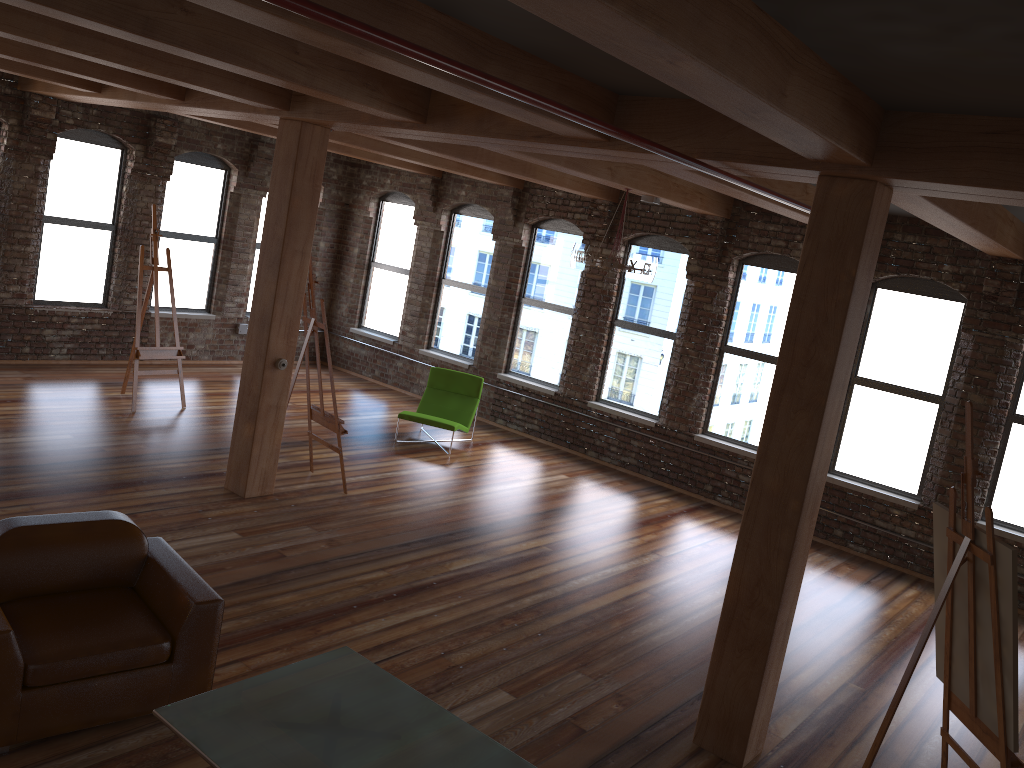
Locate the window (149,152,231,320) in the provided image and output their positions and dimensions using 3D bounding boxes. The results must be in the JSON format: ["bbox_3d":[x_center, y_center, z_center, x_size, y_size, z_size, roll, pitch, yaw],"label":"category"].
[{"bbox_3d":[-4.286,-1.987,11.843,0.220,2.206,0.968,16,9,36],"label":"window"}]

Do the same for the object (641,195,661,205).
[{"bbox_3d":[1.349,-1.796,8.610,0.148,0.072,0.145,17,11,36],"label":"object"}]

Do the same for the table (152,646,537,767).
[{"bbox_3d":[-0.365,1.687,3.101,1.882,0.557,0.939,17,11,37],"label":"table"}]

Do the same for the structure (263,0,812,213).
[{"bbox_3d":[0.254,-1.143,3.650,0.052,0.111,6.807,16,11,36],"label":"structure"}]

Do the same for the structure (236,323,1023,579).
[{"bbox_3d":[2.219,0.887,9.857,13.776,0.311,1.635,16,11,30],"label":"structure"}]

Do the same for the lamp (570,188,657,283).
[{"bbox_3d":[0.999,-1.410,8.228,0.808,0.810,0.815,8,8,-17],"label":"lamp"}]

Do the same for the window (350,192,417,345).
[{"bbox_3d":[-1.847,-1.766,13.232,0.974,2.203,0.232,16,9,37],"label":"window"}]

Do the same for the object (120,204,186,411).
[{"bbox_3d":[-3.856,-0.843,9.539,0.688,2.129,0.662,15,8,32],"label":"object"}]

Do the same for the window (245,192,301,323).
[{"bbox_3d":[-3.378,-2.014,13.020,0.220,2.206,0.968,16,9,36],"label":"window"}]

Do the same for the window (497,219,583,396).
[{"bbox_3d":[0.435,-1.045,11.457,0.974,2.203,0.233,16,9,37],"label":"window"}]

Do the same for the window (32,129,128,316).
[{"bbox_3d":[-5.185,-1.956,10.678,0.222,2.215,0.968,16,9,36],"label":"window"}]

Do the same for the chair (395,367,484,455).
[{"bbox_3d":[-0.830,0.286,10.281,0.681,0.792,0.960,12,8,12],"label":"chair"}]

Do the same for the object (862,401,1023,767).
[{"bbox_3d":[2.160,1.155,4.273,0.684,2.129,0.706,10,7,-3],"label":"object"}]

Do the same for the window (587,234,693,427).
[{"bbox_3d":[1.562,-0.688,10.578,0.974,2.203,0.230,16,9,37],"label":"window"}]

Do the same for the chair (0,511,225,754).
[{"bbox_3d":[-2.054,1.103,4.184,1.062,0.731,0.836,3,11,-43],"label":"chair"}]

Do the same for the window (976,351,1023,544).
[{"bbox_3d":[4.957,0.384,7.940,0.974,2.203,0.235,16,9,37],"label":"window"}]

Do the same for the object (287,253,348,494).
[{"bbox_3d":[-1.730,-0.147,7.733,0.684,2.129,0.666,4,10,-43],"label":"object"}]

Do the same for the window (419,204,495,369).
[{"bbox_3d":[-0.696,-1.402,12.336,0.974,2.203,0.231,16,9,37],"label":"window"}]

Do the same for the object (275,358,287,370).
[{"bbox_3d":[-1.870,-0.158,7.222,0.061,0.095,0.095,16,10,36],"label":"object"}]

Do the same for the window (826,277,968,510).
[{"bbox_3d":[3.825,0.027,8.818,0.974,2.203,0.232,16,9,37],"label":"window"}]

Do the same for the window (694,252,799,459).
[{"bbox_3d":[2.695,-0.331,9.700,0.974,2.203,0.236,16,9,37],"label":"window"}]
